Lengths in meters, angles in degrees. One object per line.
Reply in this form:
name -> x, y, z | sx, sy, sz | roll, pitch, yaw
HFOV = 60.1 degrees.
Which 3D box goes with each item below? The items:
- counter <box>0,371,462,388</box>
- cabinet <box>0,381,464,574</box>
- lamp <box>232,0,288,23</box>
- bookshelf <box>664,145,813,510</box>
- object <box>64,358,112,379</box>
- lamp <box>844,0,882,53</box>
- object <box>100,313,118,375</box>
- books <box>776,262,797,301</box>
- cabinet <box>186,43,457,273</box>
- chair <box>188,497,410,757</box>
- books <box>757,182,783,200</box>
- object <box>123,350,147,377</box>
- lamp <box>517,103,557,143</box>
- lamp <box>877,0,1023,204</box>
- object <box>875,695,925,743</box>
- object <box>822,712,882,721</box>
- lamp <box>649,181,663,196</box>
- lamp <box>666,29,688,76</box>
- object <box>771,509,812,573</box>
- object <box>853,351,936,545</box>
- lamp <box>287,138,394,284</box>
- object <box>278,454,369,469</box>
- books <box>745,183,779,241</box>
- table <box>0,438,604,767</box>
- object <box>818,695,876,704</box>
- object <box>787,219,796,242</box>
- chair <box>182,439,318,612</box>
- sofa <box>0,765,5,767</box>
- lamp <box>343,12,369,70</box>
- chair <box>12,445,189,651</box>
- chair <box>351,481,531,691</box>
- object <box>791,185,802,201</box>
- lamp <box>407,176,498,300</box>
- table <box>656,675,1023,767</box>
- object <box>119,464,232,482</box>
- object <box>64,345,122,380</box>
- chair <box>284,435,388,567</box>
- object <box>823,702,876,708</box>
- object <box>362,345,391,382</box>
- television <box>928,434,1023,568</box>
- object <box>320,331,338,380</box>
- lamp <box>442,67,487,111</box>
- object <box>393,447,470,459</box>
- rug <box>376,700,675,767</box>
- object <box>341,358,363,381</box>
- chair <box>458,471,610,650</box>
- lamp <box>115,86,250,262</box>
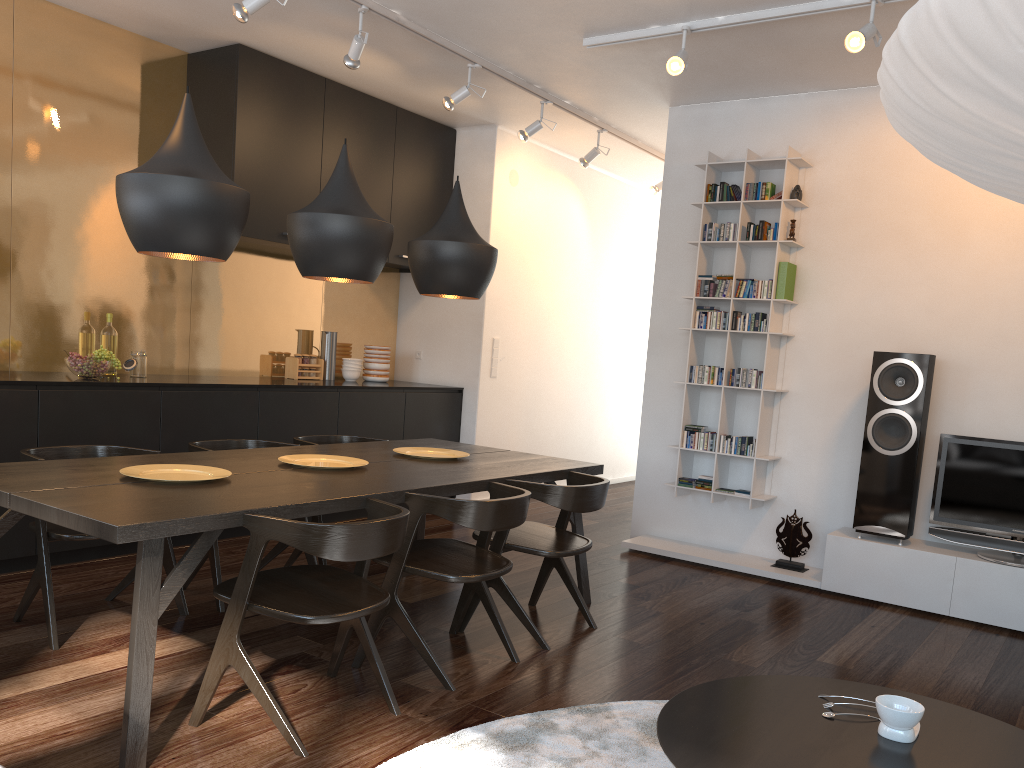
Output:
counter -> -2.102, -0.034, 4.765 | 0.728, 0.002, 5.054 | 6, 3, 35
cabinet -> -2.135, 0.415, 4.814 | 0.729, 0.906, 5.057 | 8, 4, 35
lamp -> -1.079, -1.677, 3.814 | 0.250, 0.241, 0.084 | 4, 6, 1
bookshelf -> 1.339, -0.318, 5.291 | 0.636, 2.090, 0.226 | 8, 7, 34
object -> -2.148, -0.077, 4.485 | 0.219, 0.097, 0.217 | 4, 3, -8
lamp -> 1.472, -1.481, 3.687 | 0.084, 0.240, 0.251 | 9, 6, 40
object -> -2.244, -0.223, 4.923 | 0.092, 0.342, 0.091 | 4, 6, 2
books -> 1.585, -0.587, 5.112 | 0.049, 0.215, 0.165 | 9, 6, 35
cabinet -> -1.192, -1.389, 5.935 | 0.529, 1.057, 1.953 | 8, 5, 35
chair -> -0.614, 0.710, 2.755 | 0.517, 0.676, 0.592 | 7, 5, 33
books -> 1.502, -1.098, 5.083 | 0.160, 0.111, 0.101 | 7, 5, 34
object -> -2.081, -0.115, 4.899 | 0.088, 0.152, 0.176 | 5, 4, 12
lamp -> 0.164, -1.649, 5.602 | 0.250, 0.241, 0.084 | 5, 6, 10
lamp -> 1.207, -0.313, 1.031 | 1.471, 0.211, 1.460 | 4, 2, -19
object -> 0.795, 0.678, 1.799 | 0.139, 0.069, 0.091 | 2, 5, -43
object -> 0.716, 0.699, 1.862 | 0.124, 0.010, 0.026 | 4, 3, 1
lamp -> 1.227, -1.624, 7.106 | 0.251, 0.241, 0.084 | 3, 6, -13
lamp -> 0.785, -1.549, 4.157 | 0.085, 0.241, 0.249 | 6, 4, 17
object -> 1.628, 0.896, 5.123 | 0.211, 0.353, 0.121 | 8, 7, 35
object -> 2.055, 0.341, 4.742 | 0.293, 1.010, 0.280 | 8, 7, 34
lamp -> -0.663, -0.678, 3.445 | 0.410, 0.545, 0.408 | 5, 5, 11
object -> -0.754, 0.315, 3.544 | 0.355, 0.017, 0.354 | 5, 2, 15
books -> 1.463, -0.988, 5.116 | 0.227, 0.335, 0.107 | 8, 7, 35
table -> -0.740, 0.666, 3.575 | 1.101, 0.684, 2.497 | 7, 3, 35
object -> 0.763, 0.697, 1.946 | 0.167, 0.015, 0.015 | 5, 4, 22
object -> 1.609, -0.876, 5.072 | 0.045, 0.141, 0.064 | 7, 6, 26
chair -> -1.211, 0.618, 4.053 | 0.517, 0.676, 0.592 | 7, 5, 33
sofa -> 0.191, 0.844, 0.790 | 3.054, 0.676, 2.037 | 6, 3, 35
lamp -> -1.096, -0.915, 5.104 | 0.089, 1.860, 1.821 | 2, 5, -21
chair -> -1.641, 0.606, 3.486 | 0.517, 0.676, 0.592 | 7, 5, 31
chair -> -0.229, 0.719, 3.317 | 0.517, 0.676, 0.592 | 8, 6, 35
object -> 1.627, -1.086, 5.052 | 0.064, 0.101, 0.059 | 5, 5, 11
lamp -> -0.264, -0.669, 4.017 | 0.411, 0.545, 0.408 | 4, 5, -8
table -> 0.685, 0.946, 1.707 | 0.843, 0.476, 0.846 | 7, 4, 37
object -> -1.136, 0.306, 2.997 | 0.354, 0.017, 0.355 | 6, 3, 38
object -> -2.128, -0.114, 4.482 | 0.177, 0.174, 0.238 | 6, 4, 19
chair -> -0.864, 0.626, 4.551 | 0.517, 0.676, 0.592 | 8, 6, 34
object -> 0.756, 0.698, 1.904 | 0.163, 0.016, 0.025 | 5, 3, 9
object -> -1.004, -0.151, 6.556 | 0.197, 0.266, 0.197 | 5, 5, 9
television -> 2.562, 0.592, 4.419 | 0.345, 0.605, 0.783 | 0, 5, -37
object -> -1.292, -0.200, 6.271 | 0.113, 0.342, 0.164 | 9, 7, 38
lamp -> -0.265, -1.659, 4.985 | 0.250, 0.241, 0.084 | 5, 6, 5
object -> -0.373, 0.323, 4.091 | 0.354, 0.017, 0.355 | 6, 3, 38
rug -> 0.829, 1.189, 1.739 | 2.832, 0.012, 2.826 | 5, 2, 14
object -> -1.157, -0.104, 6.386 | 0.158, 0.161, 0.153 | 2, 5, -27
chair -> 0.121, 0.727, 3.819 | 0.517, 0.676, 0.592 | 7, 5, 33
lamp -> -1.062, -0.687, 2.873 | 0.411, 0.545, 0.408 | 2, 5, -22
